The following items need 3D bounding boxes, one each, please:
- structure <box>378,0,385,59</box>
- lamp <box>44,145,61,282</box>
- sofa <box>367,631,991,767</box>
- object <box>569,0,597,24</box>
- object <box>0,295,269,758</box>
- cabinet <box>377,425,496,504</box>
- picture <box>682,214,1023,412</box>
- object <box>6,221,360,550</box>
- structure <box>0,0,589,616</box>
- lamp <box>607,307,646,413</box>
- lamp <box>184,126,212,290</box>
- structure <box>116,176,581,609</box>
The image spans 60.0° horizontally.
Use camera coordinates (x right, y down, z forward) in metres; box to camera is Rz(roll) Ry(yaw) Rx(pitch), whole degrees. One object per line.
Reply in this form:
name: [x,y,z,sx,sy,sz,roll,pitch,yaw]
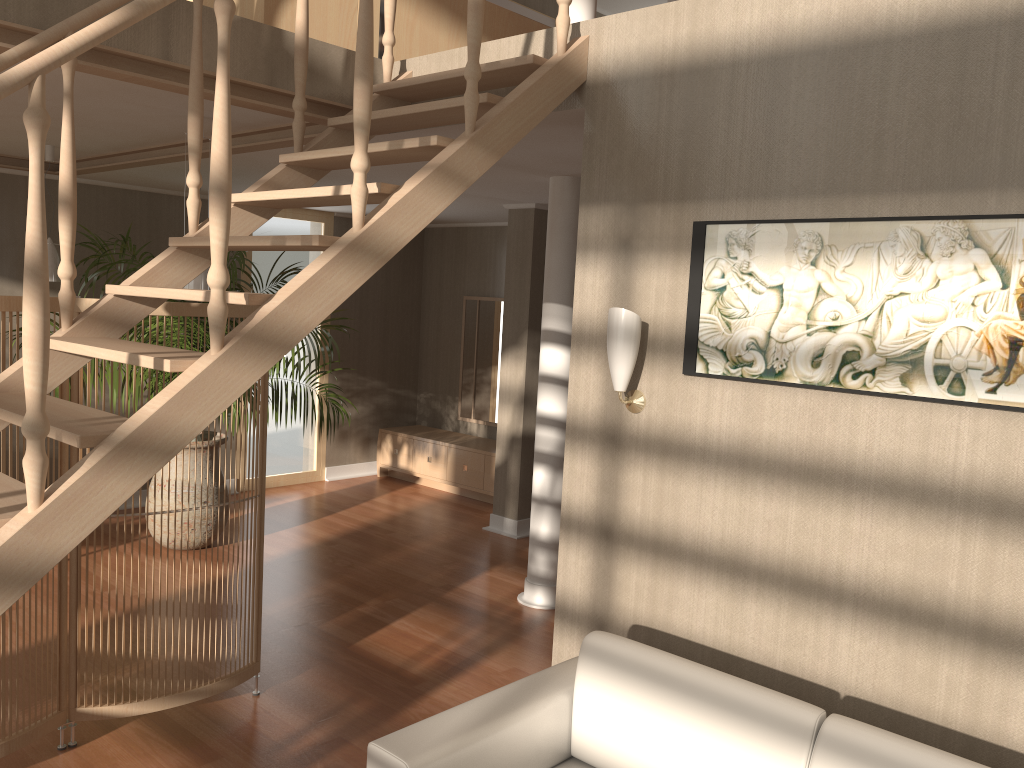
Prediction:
structure: [-2.884,-1.949,3.699,3.475,0.900,3.300,8,7,42]
lamp: [-2.755,-1.014,5.284,0.139,0.800,0.139,5,6,16]
sofa: [0.567,1.191,2.026,1.781,0.740,0.905,8,7,42]
object: [0.391,-2.627,4.763,0.200,2.400,0.200,8,7,42]
object: [-1.776,0.484,2.849,2.229,1.542,0.233,-2,7,-43]
cabinet: [-0.398,0.731,7.872,1.911,0.458,0.500,8,7,42]
picture: [1.131,-0.196,2.330,1.531,0.487,0.018,8,7,42]
object: [-2.121,0.126,5.795,2.109,2.304,2.157,6,6,31]
structure: [-1.206,-0.362,2.340,1.000,3.578,3.150,8,7,42]
lamp: [0.377,-0.074,2.939,0.112,0.353,0.153,8,7,42]
lamp: [-1.460,-0.833,4.110,0.139,0.800,0.139,2,5,-12]
structure: [0.358,0.097,3.950,8.342,2.533,10.775,8,7,42]
